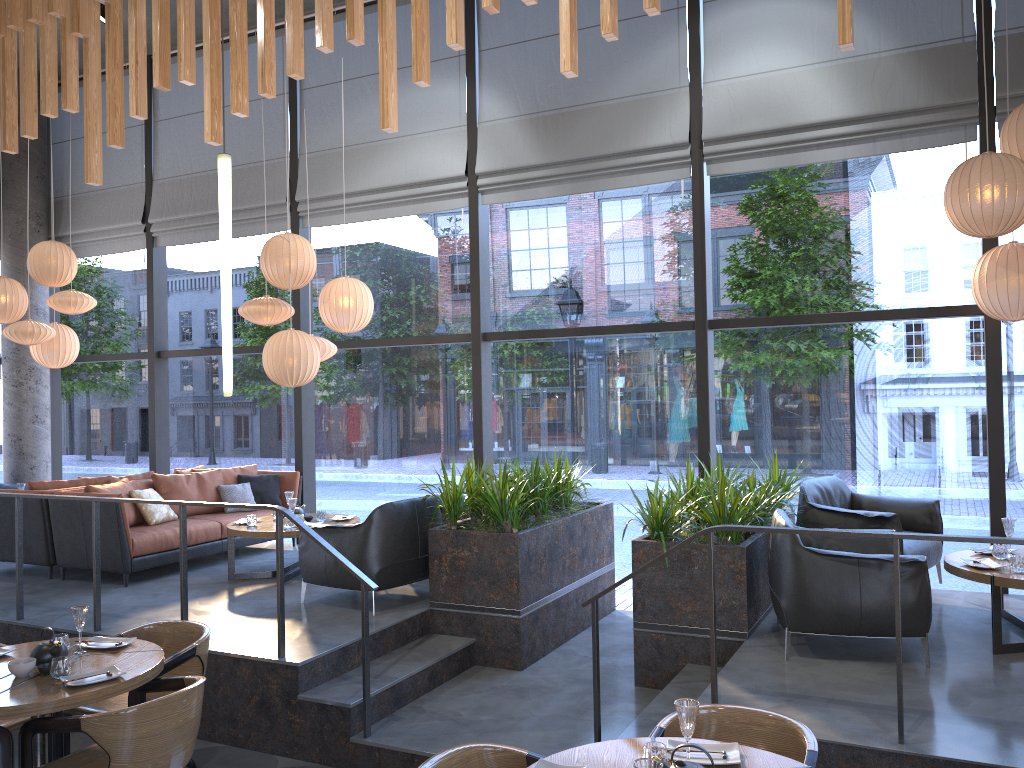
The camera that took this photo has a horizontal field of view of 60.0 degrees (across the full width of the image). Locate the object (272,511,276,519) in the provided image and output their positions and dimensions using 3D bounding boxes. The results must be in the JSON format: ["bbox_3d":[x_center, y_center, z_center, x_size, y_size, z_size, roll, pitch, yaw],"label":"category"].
[{"bbox_3d":[-2.029,1.127,7.677,0.086,0.086,0.086,-1,-1,-26],"label":"object"}]

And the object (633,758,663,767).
[{"bbox_3d":[0.371,1.143,2.404,0.082,0.227,0.082,-1,-1,-4],"label":"object"}]

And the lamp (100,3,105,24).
[{"bbox_3d":[-3.825,-3.530,8.306,0.300,0.367,0.273,-1,-1,-22],"label":"lamp"}]

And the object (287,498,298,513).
[{"bbox_3d":[-1.784,1.044,7.208,0.082,0.227,0.082,-1,-1,-21],"label":"object"}]

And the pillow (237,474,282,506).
[{"bbox_3d":[-2.498,1.062,8.756,0.418,0.345,0.242,-1,-1,-23],"label":"pillow"}]

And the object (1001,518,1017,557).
[{"bbox_3d":[2.974,0.919,5.301,0.082,0.227,0.082,-1,-1,8],"label":"object"}]

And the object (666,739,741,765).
[{"bbox_3d":[0.619,1.248,2.998,0.294,0.025,0.170,-1,-1,11],"label":"object"}]

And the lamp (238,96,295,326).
[{"bbox_3d":[-2.133,-1.634,7.650,0.467,2.271,0.467,-1,-1,-11],"label":"lamp"}]

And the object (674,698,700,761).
[{"bbox_3d":[0.569,1.146,2.874,0.082,0.227,0.082,0,-1,-43],"label":"object"}]

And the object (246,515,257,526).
[{"bbox_3d":[-2.140,1.123,7.294,0.086,0.086,0.086,-2,-1,30],"label":"object"}]

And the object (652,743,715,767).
[{"bbox_3d":[0.527,1.168,2.663,0.163,0.179,0.168,-1,-1,-26],"label":"object"}]

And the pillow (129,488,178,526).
[{"bbox_3d":[-3.153,1.066,7.766,0.289,0.311,0.393,-1,-1,7],"label":"pillow"}]

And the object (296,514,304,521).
[{"bbox_3d":[-1.795,1.129,7.402,0.116,0.065,0.116,-1,-1,-34],"label":"object"}]

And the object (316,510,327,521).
[{"bbox_3d":[-1.610,1.116,7.492,0.086,0.086,0.086,-2,-1,30],"label":"object"}]

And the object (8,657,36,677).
[{"bbox_3d":[-2.245,1.302,4.064,0.116,0.065,0.116,-1,-1,-12],"label":"object"}]

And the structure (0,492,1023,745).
[{"bbox_3d":[-3.561,-0.110,1.146,11.718,4.117,9.054,-2,-1,26],"label":"structure"}]

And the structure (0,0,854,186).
[{"bbox_3d":[-3.234,-0.892,0.871,10.399,5.894,10.127,-2,-1,26],"label":"structure"}]

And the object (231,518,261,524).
[{"bbox_3d":[-2.245,1.159,7.450,0.170,0.025,0.294,-1,-1,7],"label":"object"}]

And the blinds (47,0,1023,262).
[{"bbox_3d":[-4.814,-2.569,6.546,17.610,2.314,8.760,-1,-1,-20],"label":"blinds"}]

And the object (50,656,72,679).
[{"bbox_3d":[-2.045,1.287,4.017,0.086,0.086,0.086,-1,-1,-16],"label":"object"}]

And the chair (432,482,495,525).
[{"bbox_3d":[-0.459,1.192,7.534,0.833,0.743,1.030,-1,-1,12],"label":"chair"}]

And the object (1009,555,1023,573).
[{"bbox_3d":[2.774,0.987,4.860,0.086,0.086,0.086,-2,-1,30],"label":"object"}]

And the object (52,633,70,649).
[{"bbox_3d":[-2.253,1.297,4.425,0.086,0.086,0.086,-1,-1,13],"label":"object"}]

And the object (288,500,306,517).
[{"bbox_3d":[-1.842,1.075,7.544,0.163,0.179,0.168,-1,-1,-8],"label":"object"}]

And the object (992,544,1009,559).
[{"bbox_3d":[2.886,0.991,5.243,0.086,0.086,0.086,-1,-1,-26],"label":"object"}]

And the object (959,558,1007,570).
[{"bbox_3d":[2.670,1.023,5.015,0.170,0.025,0.294,-1,-1,7],"label":"object"}]

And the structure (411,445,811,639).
[{"bbox_3d":[-5.200,1.349,4.331,15.715,1.608,4.306,-1,-1,-25],"label":"structure"}]

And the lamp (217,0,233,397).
[{"bbox_3d":[-3.035,-5.052,0.291,8.975,10.231,8.774,-2,-1,25],"label":"lamp"}]

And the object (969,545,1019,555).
[{"bbox_3d":[2.934,1.023,5.427,0.294,0.025,0.170,-1,-1,-28],"label":"object"}]

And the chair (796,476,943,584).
[{"bbox_3d":[2.451,1.035,6.147,0.833,0.743,1.030,-2,-1,41],"label":"chair"}]

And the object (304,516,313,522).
[{"bbox_3d":[-1.714,1.140,7.477,0.080,0.042,0.080,-1,-1,11],"label":"object"}]

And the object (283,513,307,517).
[{"bbox_3d":[-1.981,1.160,7.862,0.294,0.025,0.170,-1,-1,-28],"label":"object"}]

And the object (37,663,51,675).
[{"bbox_3d":[-2.135,1.312,4.072,0.080,0.042,0.080,0,-1,-40],"label":"object"}]

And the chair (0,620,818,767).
[{"bbox_3d":[-1.936,1.682,2.614,9.749,0.759,4.352,-2,-1,28],"label":"chair"}]

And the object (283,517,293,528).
[{"bbox_3d":[-1.793,1.114,7.122,0.086,0.086,0.086,-2,-1,30],"label":"object"}]

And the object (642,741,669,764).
[{"bbox_3d":[0.466,1.219,2.884,0.086,0.086,0.086,-1,-1,8],"label":"object"}]

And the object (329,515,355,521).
[{"bbox_3d":[-1.453,1.144,7.536,0.170,0.025,0.294,-1,-1,7],"label":"object"}]

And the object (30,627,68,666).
[{"bbox_3d":[-2.194,1.246,4.201,0.163,0.179,0.168,-1,-1,-10],"label":"object"}]

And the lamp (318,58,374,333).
[{"bbox_3d":[-1.863,-2.035,4.363,0.468,3.124,6.999,-1,-1,7],"label":"lamp"}]

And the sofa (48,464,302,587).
[{"bbox_3d":[-2.958,1.217,8.104,0.864,0.811,2.226,-2,-1,26],"label":"sofa"}]

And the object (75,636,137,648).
[{"bbox_3d":[-2.100,1.327,4.539,0.294,0.025,0.170,-1,-1,11],"label":"object"}]

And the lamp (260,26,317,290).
[{"bbox_3d":[-1.921,-1.988,7.561,0.465,2.374,0.465,0,-1,-40],"label":"lamp"}]

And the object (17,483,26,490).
[{"bbox_3d":[-5.057,1.139,9.142,0.082,0.227,0.082,-1,-1,-25],"label":"object"}]

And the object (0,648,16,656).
[{"bbox_3d":[-2.606,1.334,4.327,0.170,0.025,0.294,-2,-1,24],"label":"object"}]

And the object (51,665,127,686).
[{"bbox_3d":[-1.894,1.314,3.953,0.294,0.025,0.170,0,-1,-44],"label":"object"}]

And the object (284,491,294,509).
[{"bbox_3d":[-1.941,1.055,7.736,0.082,0.227,0.082,-1,-1,8],"label":"object"}]

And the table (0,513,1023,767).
[{"bbox_3d":[-1.865,1.601,4.313,10.659,0.968,6.876,-2,-1,27],"label":"table"}]

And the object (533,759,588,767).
[{"bbox_3d":[0.113,1.256,2.786,0.170,0.025,0.294,-2,-1,24],"label":"object"}]

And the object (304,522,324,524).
[{"bbox_3d":[-1.643,1.142,7.152,0.170,0.025,0.294,-1,-1,7],"label":"object"}]

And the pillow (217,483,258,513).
[{"bbox_3d":[-2.632,1.094,8.506,0.332,0.263,0.203,0,-1,-44],"label":"pillow"}]

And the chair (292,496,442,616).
[{"bbox_3d":[-0.981,1.187,6.473,0.833,0.743,1.030,-2,-1,33],"label":"chair"}]

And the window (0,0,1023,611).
[{"bbox_3d":[-3.138,-0.866,2.483,12.739,5.897,12.900,-2,-1,26],"label":"window"}]

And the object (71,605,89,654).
[{"bbox_3d":[-2.150,1.224,4.415,0.082,0.227,0.082,-1,-1,-31],"label":"object"}]

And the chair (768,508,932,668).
[{"bbox_3d":[1.891,1.107,5.057,0.833,0.743,1.030,-1,-1,12],"label":"chair"}]
